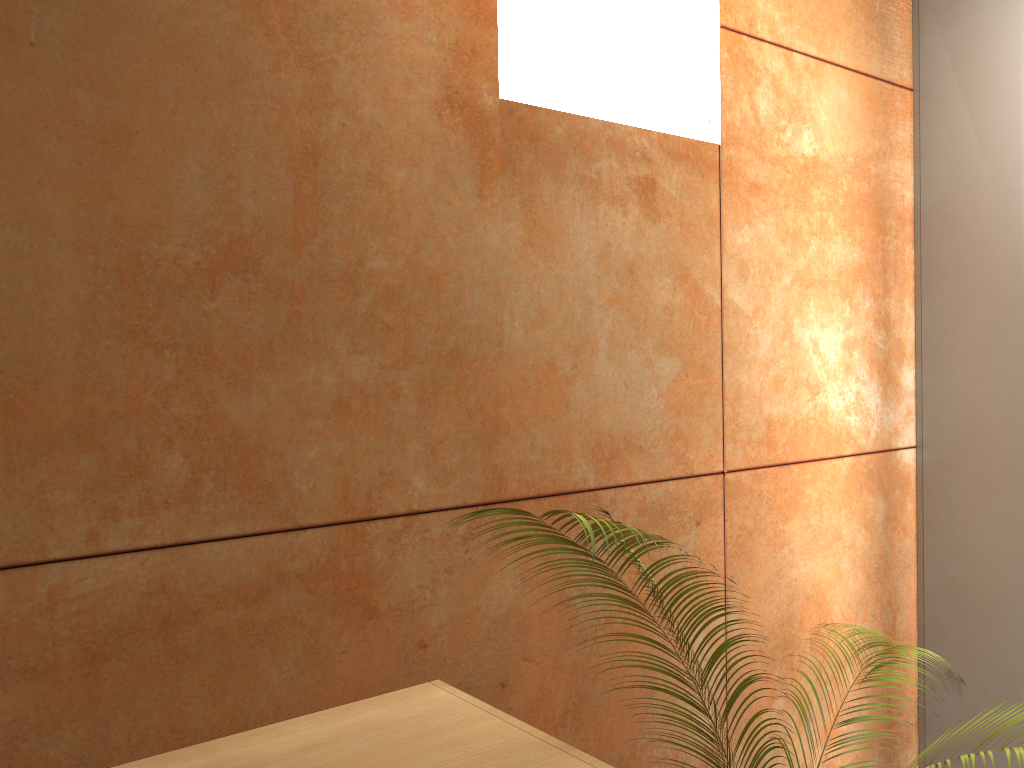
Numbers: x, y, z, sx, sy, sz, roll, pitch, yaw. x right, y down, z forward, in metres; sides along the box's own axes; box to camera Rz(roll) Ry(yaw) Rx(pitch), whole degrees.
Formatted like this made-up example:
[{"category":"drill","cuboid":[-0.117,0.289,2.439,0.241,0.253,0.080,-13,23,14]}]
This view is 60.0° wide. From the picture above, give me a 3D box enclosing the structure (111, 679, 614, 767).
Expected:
[{"category":"structure","cuboid":[-0.087,0.902,0.019,1.950,1.110,2.400,-2,1,-37]}]
